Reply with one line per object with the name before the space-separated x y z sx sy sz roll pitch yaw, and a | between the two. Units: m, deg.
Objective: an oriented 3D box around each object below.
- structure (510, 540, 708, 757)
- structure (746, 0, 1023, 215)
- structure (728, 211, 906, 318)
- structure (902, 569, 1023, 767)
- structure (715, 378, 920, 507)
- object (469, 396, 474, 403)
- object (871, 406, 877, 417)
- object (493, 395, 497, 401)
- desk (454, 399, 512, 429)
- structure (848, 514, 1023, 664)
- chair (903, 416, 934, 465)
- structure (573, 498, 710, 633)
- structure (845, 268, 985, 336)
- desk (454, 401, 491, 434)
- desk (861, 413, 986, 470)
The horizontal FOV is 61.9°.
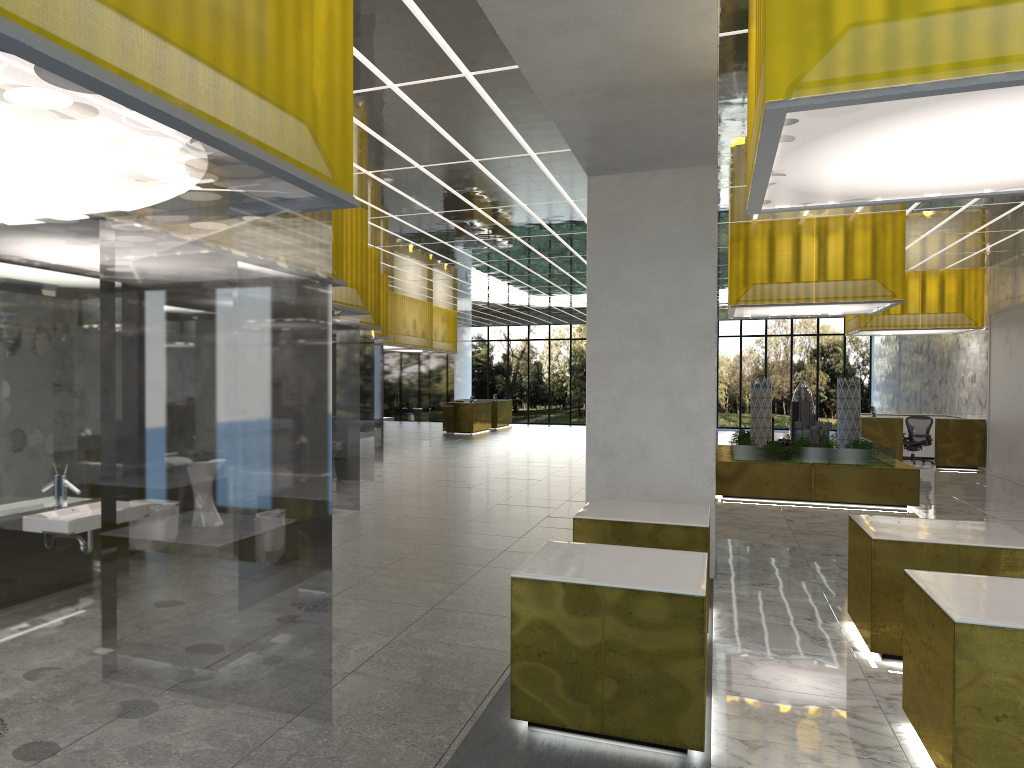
structure | 0.798 1.973 6.623 1.403 1.174 1.410 0 1 18
structure | 3.375 -2.711 5.779 3.346 2.270 3.168 0 1 19
structure | 6.513 -2.745 18.872 3.346 2.270 3.169 0 1 19
structure | 3.433 1.985 5.479 1.403 1.174 1.410 0 1 18
structure | 6.838 1.137 20.138 3.973 2.572 5.035 0 0 17
object | -2.155 0.945 43.136 0.565 0.668 0.733 1 1 17
object | 11.743 1.037 27.412 0.565 0.668 0.733 1 1 17
object | -1.054 0.933 47.727 0.565 0.668 0.734 1 1 17
desk | -1.911 1.648 48.087 3.306 1.509 3.403 0 0 18
structure | 4.079 1.977 8.173 1.403 1.174 1.410 0 1 18
chair | 12.674 1.755 26.848 1.196 1.494 0.965 1 1 43
structure | 1.443 1.966 9.311 1.403 1.174 1.410 0 1 18
structure | 12.565 -2.754 26.984 3.347 2.270 3.045 0 1 19
desk | -3.001 1.660 43.536 3.306 1.509 3.403 0 0 18
desk | 12.585 1.760 27.039 3.306 1.509 3.403 0 0 18
